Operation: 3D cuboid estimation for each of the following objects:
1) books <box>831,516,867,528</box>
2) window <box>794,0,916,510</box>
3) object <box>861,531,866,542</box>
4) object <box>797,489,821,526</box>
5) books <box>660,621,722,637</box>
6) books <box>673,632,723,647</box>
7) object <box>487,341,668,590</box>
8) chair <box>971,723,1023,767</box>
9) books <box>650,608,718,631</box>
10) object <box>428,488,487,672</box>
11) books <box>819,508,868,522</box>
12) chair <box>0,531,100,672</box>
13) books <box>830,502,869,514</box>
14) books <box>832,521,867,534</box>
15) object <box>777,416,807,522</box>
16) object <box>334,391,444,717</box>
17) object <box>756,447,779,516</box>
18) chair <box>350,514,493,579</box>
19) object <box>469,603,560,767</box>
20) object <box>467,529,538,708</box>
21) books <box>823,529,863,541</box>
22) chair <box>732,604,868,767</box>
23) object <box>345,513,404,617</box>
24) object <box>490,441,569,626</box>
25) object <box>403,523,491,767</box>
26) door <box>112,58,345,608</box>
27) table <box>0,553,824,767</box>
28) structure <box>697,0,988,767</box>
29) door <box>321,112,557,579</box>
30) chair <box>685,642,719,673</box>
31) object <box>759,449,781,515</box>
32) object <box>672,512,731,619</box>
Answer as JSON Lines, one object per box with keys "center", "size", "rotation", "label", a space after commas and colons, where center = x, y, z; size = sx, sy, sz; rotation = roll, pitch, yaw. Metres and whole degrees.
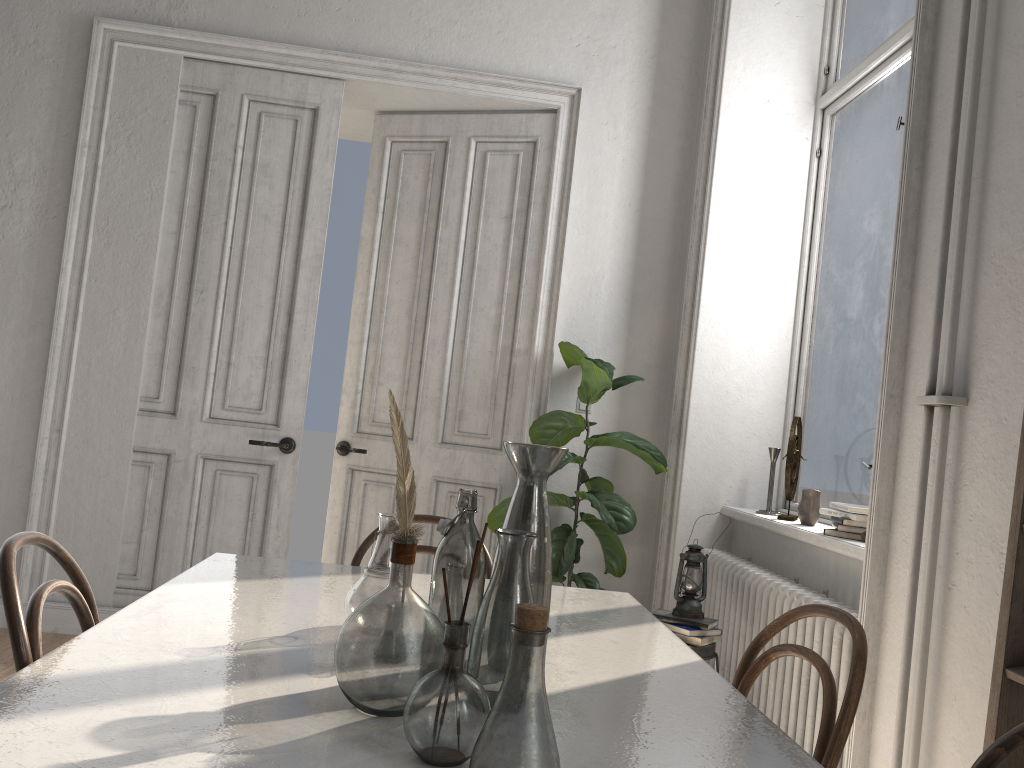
{"center": [1.200, 0.478, 3.071], "size": [0.147, 0.023, 0.221], "rotation": [6, -3, 11], "label": "books"}
{"center": [1.520, -0.897, 3.306], "size": [0.013, 2.842, 1.623], "rotation": [7, -3, -5], "label": "window"}
{"center": [1.218, 0.502, 2.889], "size": [0.153, 0.048, 0.088], "rotation": [4, -3, 35], "label": "object"}
{"center": [1.155, 0.477, 3.442], "size": [0.102, 0.142, 0.100], "rotation": [8, -3, -30], "label": "object"}
{"center": [0.600, 0.854, 3.134], "size": [0.163, 0.029, 0.232], "rotation": [8, -4, -34], "label": "books"}
{"center": [0.593, 0.880, 3.145], "size": [0.246, 0.034, 0.194], "rotation": [4, -4, 36], "label": "books"}
{"center": [0.289, 0.374, 1.493], "size": [0.792, 1.841, 5.829], "rotation": [6, -3, 0], "label": "object"}
{"center": [0.433, 0.832, 1.036], "size": [0.549, 0.920, 0.438], "rotation": [6, -3, 2], "label": "chair"}
{"center": [0.603, 0.831, 3.134], "size": [0.221, 0.027, 0.147], "rotation": [5, -3, 27], "label": "books"}
{"center": [-0.087, 0.318, 1.418], "size": [0.086, 0.301, 0.086], "rotation": [7, -3, -19], "label": "object"}
{"center": [1.190, 0.456, 3.068], "size": [0.155, 0.020, 0.205], "rotation": [7, -3, -15], "label": "books"}
{"center": [-0.625, 0.739, 1.530], "size": [0.549, 0.920, 0.438], "rotation": [7, -3, -9], "label": "chair"}
{"center": [1.215, 0.433, 3.052], "size": [0.174, 0.019, 0.244], "rotation": [6, -3, 5], "label": "books"}
{"center": [1.198, 0.500, 3.072], "size": [0.155, 0.022, 0.205], "rotation": [6, -3, 15], "label": "books"}
{"center": [1.158, 0.345, 3.640], "size": [0.087, 0.425, 0.348], "rotation": [5, -3, 28], "label": "object"}
{"center": [-0.151, 0.230, 1.243], "size": [0.157, 0.446, 0.157], "rotation": [6, -3, 13], "label": "object"}
{"center": [1.114, 0.419, 3.825], "size": [0.095, 0.289, 0.095], "rotation": [6, -3, 18], "label": "object"}
{"center": [-0.277, 0.814, 2.224], "size": [0.438, 0.920, 0.549], "rotation": [6, -3, 4], "label": "chair"}
{"center": [0.011, 0.352, 0.982], "size": [0.101, 0.211, 0.101], "rotation": [5, -3, 35], "label": "object"}
{"center": [-0.008, 0.345, 1.310], "size": [0.100, 0.255, 0.098], "rotation": [8, -3, -28], "label": "object"}
{"center": [1.199, 0.523, 3.078], "size": [0.147, 0.023, 0.221], "rotation": [4, -4, 44], "label": "books"}
{"center": [0.306, 0.847, 1.600], "size": [0.549, 0.920, 0.438], "rotation": [7, -3, -7], "label": "chair"}
{"center": [-0.241, 0.356, 1.672], "size": [0.132, 0.219, 0.132], "rotation": [7, -3, -15], "label": "object"}
{"center": [0.020, 0.295, 1.526], "size": [0.116, 0.382, 0.116], "rotation": [6, -2, 7], "label": "object"}
{"center": [-0.068, 0.313, 1.078], "size": [0.107, 0.283, 0.107], "rotation": [7, -3, -10], "label": "object"}
{"center": [-1.530, -0.174, 4.335], "size": [1.097, 2.813, 0.216], "rotation": [7, -2, -3], "label": "door"}
{"center": [-0.178, 0.844, 1.252], "size": [1.100, 0.779, 2.201], "rotation": [7, -3, -5], "label": "table"}
{"center": [1.250, -0.843, 1.486], "size": [0.340, 4.472, 5.183], "rotation": [7, -3, -5], "label": "structure"}
{"center": [-0.394, -0.034, 4.596], "size": [1.096, 2.813, 0.216], "rotation": [5, -3, 20], "label": "door"}
{"center": [0.528, 1.149, 3.147], "size": [0.360, 0.522, 0.364], "rotation": [8, -3, -31], "label": "chair"}
{"center": [1.161, 0.430, 3.946], "size": [0.095, 0.289, 0.095], "rotation": [5, -3, 27], "label": "object"}
{"center": [0.655, 0.633, 3.134], "size": [0.154, 0.383, 0.163], "rotation": [8, -3, -31], "label": "object"}
